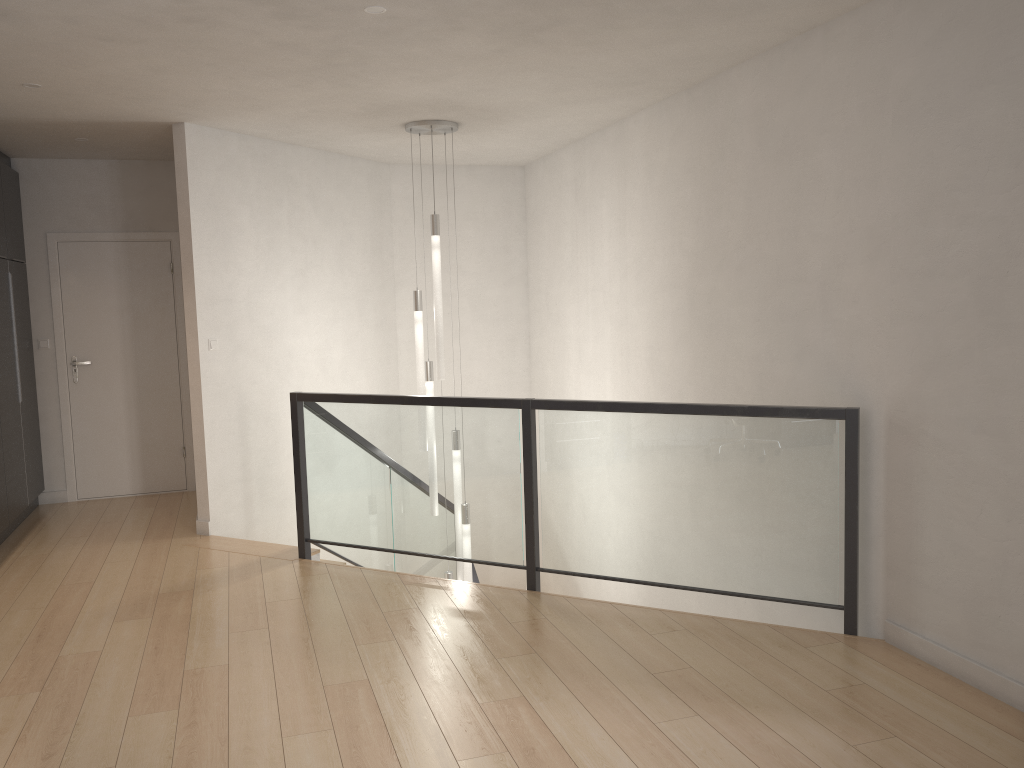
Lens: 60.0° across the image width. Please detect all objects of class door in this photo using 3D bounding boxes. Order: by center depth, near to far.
[{"bbox_3d":[-3.130,-0.143,7.150,0.974,2.136,0.085,-3,6,-17],"label":"door"}]

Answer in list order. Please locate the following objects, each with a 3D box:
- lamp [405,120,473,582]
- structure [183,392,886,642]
[{"bbox_3d":[-0.519,-0.899,6.101,0.359,6.725,0.359,0,6,19],"label":"lamp"},{"bbox_3d":[0.415,2.095,6.095,4.190,4.339,2.823,1,6,27],"label":"structure"}]
